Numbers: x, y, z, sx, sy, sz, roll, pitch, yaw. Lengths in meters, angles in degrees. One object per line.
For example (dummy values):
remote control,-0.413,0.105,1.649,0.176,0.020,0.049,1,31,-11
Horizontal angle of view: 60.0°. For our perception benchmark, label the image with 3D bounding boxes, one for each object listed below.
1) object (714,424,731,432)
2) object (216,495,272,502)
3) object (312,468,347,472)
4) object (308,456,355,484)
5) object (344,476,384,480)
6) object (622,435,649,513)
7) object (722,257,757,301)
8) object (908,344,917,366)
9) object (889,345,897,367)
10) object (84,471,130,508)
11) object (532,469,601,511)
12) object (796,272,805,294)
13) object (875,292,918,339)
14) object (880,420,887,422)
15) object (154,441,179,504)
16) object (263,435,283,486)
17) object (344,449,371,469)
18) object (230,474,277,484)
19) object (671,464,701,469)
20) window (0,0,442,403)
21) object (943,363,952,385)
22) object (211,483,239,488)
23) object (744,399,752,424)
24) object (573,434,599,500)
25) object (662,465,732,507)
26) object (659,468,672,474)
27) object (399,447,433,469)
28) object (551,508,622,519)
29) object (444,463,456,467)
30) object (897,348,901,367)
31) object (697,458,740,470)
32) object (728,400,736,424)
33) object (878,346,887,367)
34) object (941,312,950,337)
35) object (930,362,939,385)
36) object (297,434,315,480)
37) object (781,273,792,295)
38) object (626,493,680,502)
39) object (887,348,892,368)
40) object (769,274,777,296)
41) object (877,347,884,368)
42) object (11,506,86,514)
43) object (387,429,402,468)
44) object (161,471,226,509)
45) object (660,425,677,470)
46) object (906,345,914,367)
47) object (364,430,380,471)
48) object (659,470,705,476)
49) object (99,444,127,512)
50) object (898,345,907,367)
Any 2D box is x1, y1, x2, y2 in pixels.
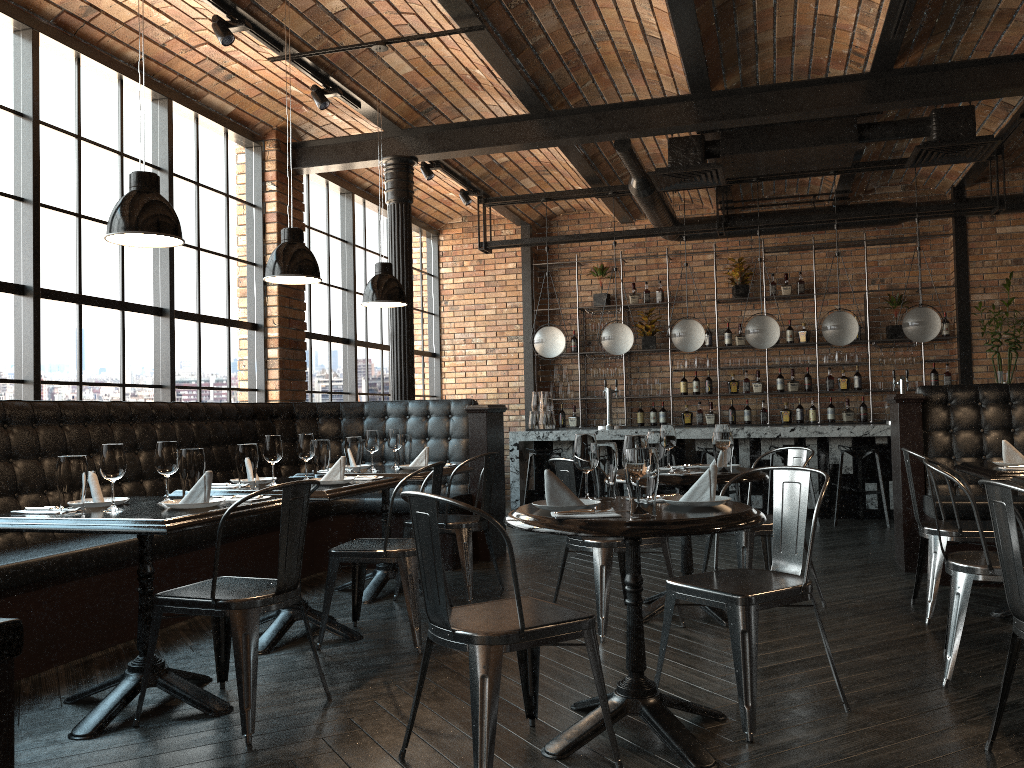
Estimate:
object,1.098,0.331,4.614,0.092,0.244,0.092,-2,-2,16
object,-1.120,0.460,3.598,0.255,0.019,0.157,-2,-2,17
object,-1.068,0.521,5.385,0.255,0.019,0.157,-2,-2,17
object,-0.897,0.428,4.403,0.232,0.139,0.232,-2,-2,13
object,-0.812,0.490,4.645,0.255,0.019,0.157,-2,-2,17
object,0.398,0.285,2.829,0.092,0.244,0.092,-2,-2,13
object,2.754,-1.285,10.752,0.425,0.526,0.430,-2,-2,19
object,4.541,-0.325,10.065,0.092,0.244,0.092,0,-2,-34
object,4.347,-0.319,10.122,0.092,0.244,0.092,0,-2,-34
object,-1.630,0.413,3.487,0.232,0.139,0.232,-2,-2,10
object,0.182,0.354,2.979,0.232,0.139,0.232,-2,-2,13
object,3.421,-1.187,10.514,0.083,0.282,0.083,-1,-2,1
object,4.415,-0.785,10.174,0.374,0.560,0.398,-1,-2,-11
object,4.429,0.418,10.115,0.437,0.019,0.273,-2,-2,16
object,-1.366,0.349,3.511,0.092,0.244,0.092,0,-2,-34
object,-1.163,0.373,4.316,0.092,0.244,0.092,0,-2,-34
object,-1.007,0.472,5.601,0.232,0.139,0.232,-2,-2,10
object,-1.321,0.442,4.534,0.232,0.139,0.232,-2,-2,10
object,0.984,0.460,4.978,0.255,0.019,0.157,0,-2,-23
window,-3.290,-0.591,3.837,0.168,3.253,16.179,-2,-2,16
object,4.931,-0.093,10.039,0.083,0.282,0.083,-2,-2,26
object,-1.382,0.491,4.318,0.255,0.019,0.157,-2,-2,17
object,2.831,0.332,10.653,0.086,0.298,0.086,0,-2,-25
object,0.264,0.300,3.157,0.092,0.244,0.092,-1,-2,-20
object,0.627,0.346,3.020,0.232,0.139,0.232,0,-2,-29
object,0.714,0.399,4.615,0.232,0.139,0.232,0,-2,-30
object,-0.582,0.458,5.470,0.232,0.139,0.232,-2,-2,13
object,0.250,0.400,2.767,0.255,0.019,0.157,-1,-2,-3
object,-0.498,0.520,5.712,0.255,0.019,0.157,-2,-2,17
object,4.488,-0.318,10.252,0.092,0.244,0.092,0,-2,-34
object,1.118,0.396,4.805,0.232,0.139,0.232,-1,-2,-14
object,2.649,0.337,10.673,0.086,0.297,0.086,0,-3,-40
object,4.241,-0.315,10.153,0.092,0.244,0.092,0,-2,-34
object,4.931,-0.671,10.084,0.086,0.298,0.086,-1,-2,-20
object,4.801,-0.097,10.081,0.086,0.299,0.086,0,-2,-25
object,-1.057,0.379,4.557,0.092,0.244,0.092,0,-2,-23
object,3.270,-1.179,10.560,0.123,0.279,0.123,-2,-2,20
object,0.518,0.409,3.196,0.255,0.019,0.157,0,-2,-23
object,4.393,-0.315,10.280,0.092,0.244,0.092,0,-2,-34
object,3.120,-1.177,10.603,0.083,0.282,0.083,-2,-2,16
object,4.288,-0.311,10.311,0.092,0.244,0.092,0,-2,-34
object,-1.691,0.462,3.271,0.255,0.019,0.157,-2,-2,17
object,-0.743,0.408,5.624,0.092,0.244,0.092,0,-2,-23
object,-1.205,0.399,3.357,0.232,0.139,0.232,-2,-2,13
object,0.859,0.346,4.876,0.092,0.244,0.092,-2,-2,16
object,4.587,-0.321,10.223,0.092,0.244,0.092,0,-2,-34
object,-0.849,0.402,5.383,0.092,0.244,0.092,0,-2,-23
object,0.878,0.445,4.484,0.255,0.019,0.157,1,-3,-43
object,-1.471,0.343,3.270,0.092,0.244,0.092,0,-2,-34
object,4.441,-0.322,10.094,0.092,0.244,0.092,0,-2,-34
